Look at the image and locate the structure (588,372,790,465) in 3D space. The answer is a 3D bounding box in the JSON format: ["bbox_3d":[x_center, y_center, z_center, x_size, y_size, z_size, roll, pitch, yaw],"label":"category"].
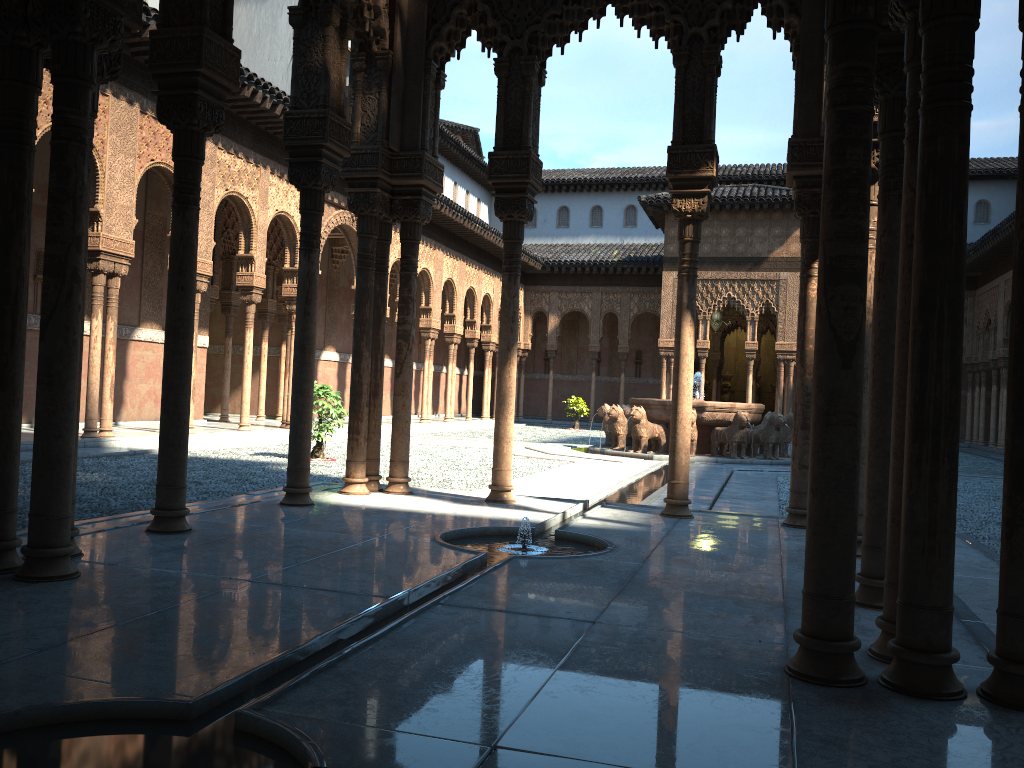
[{"bbox_3d":[4.061,0.720,19.604,4.508,1.991,4.508,3,-1,16],"label":"structure"}]
